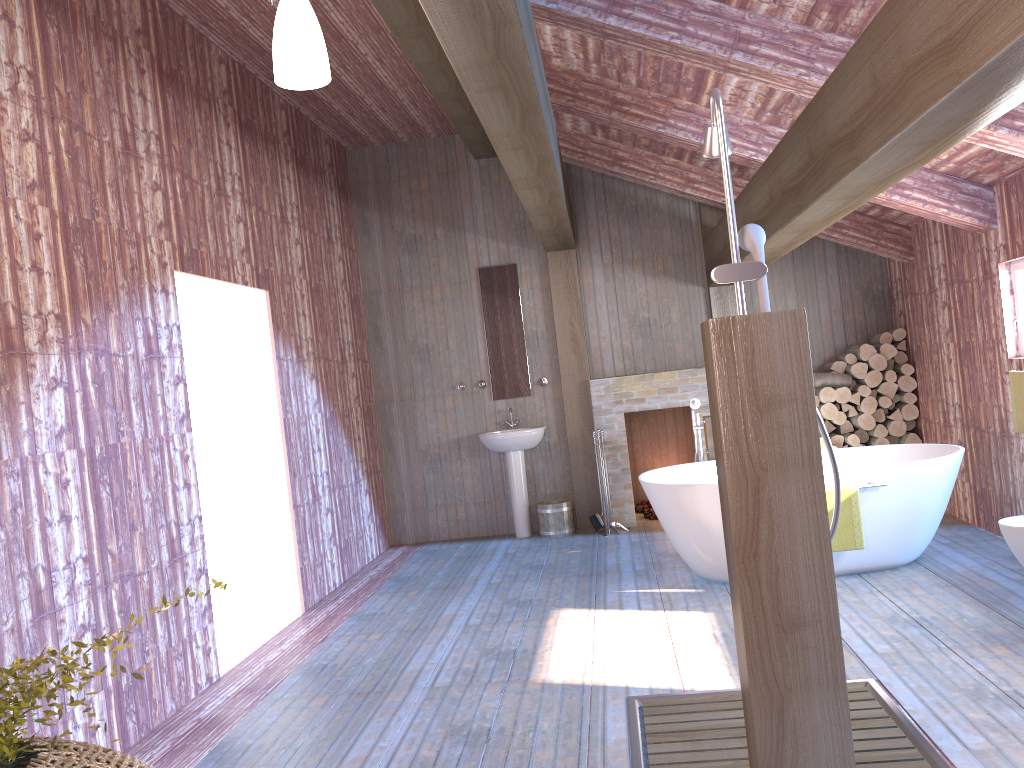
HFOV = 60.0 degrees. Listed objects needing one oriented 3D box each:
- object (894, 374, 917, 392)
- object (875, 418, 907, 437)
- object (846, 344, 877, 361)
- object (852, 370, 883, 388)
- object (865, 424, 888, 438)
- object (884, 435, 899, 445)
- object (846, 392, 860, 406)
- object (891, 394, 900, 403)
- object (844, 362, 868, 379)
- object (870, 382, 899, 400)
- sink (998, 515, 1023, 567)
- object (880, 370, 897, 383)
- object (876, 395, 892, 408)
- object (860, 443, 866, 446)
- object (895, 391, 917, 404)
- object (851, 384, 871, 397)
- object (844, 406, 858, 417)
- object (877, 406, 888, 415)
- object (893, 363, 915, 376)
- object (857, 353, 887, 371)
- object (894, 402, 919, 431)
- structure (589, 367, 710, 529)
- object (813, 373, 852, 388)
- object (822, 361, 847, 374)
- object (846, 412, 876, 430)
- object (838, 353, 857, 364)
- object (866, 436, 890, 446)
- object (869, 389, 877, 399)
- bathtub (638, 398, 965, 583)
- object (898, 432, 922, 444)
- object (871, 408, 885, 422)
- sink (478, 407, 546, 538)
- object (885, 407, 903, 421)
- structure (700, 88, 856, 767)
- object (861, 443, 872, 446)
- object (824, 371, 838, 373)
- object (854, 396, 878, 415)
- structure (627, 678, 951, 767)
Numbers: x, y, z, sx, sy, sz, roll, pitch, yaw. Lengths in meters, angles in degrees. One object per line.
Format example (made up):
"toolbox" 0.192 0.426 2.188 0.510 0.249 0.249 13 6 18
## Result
"object" 3.206 -0.010 7.348 0.147 0.152 0.439 -6 0 7
"object" 3.130 0.356 7.365 0.137 0.133 0.437 -6 0 4
"object" 2.908 -0.263 7.391 0.135 0.139 0.456 -6 0 7
"object" 2.943 -0.038 7.372 0.143 0.151 0.440 -6 0 7
"object" 3.003 0.380 7.347 0.114 0.113 0.301 -6 0 4
"object" 3.142 0.472 7.459 0.118 0.106 0.319 -6 0 4
"object" 2.793 0.129 7.387 0.109 0.124 0.424 -6 0 6
"object" 3.171 0.113 7.394 0.088 0.092 0.280 -6 0 7
"object" 2.838 -0.116 7.400 0.139 0.148 0.458 -6 0 7
"object" 3.064 0.053 7.389 0.172 0.151 0.482 -6 0 7
"sink" 2.754 0.796 4.483 0.515 0.517 0.335 -6 0 7
"object" 3.079 -0.066 7.355 0.089 0.106 0.437 -6 0 7
"object" 3.035 0.138 7.363 0.102 0.109 0.438 -6 0 7
"object" 2.901 0.520 7.370 0.054 0.056 0.146 -6 0 7
"object" 3.227 0.107 7.343 0.102 0.109 0.438 -6 0 7
"object" 2.873 0.048 7.377 0.102 0.109 0.438 -6 0 7
"object" 2.809 0.218 7.394 0.085 0.096 0.280 -6 0 7
"object" 3.056 0.219 7.350 0.065 0.069 0.177 -6 0 6
"object" 3.205 -0.124 7.342 0.102 0.109 0.438 -6 0 7
"object" 2.967 -0.178 7.368 0.141 0.143 0.437 -6 0 4
"object" 3.236 0.273 7.355 0.137 0.256 0.439 -6 0 7
"structure" 1.307 0.558 7.733 1.130 1.330 0.226 -6 0 6
"object" 2.636 -0.031 7.302 0.302 0.157 0.121 -6 0 7
"object" 2.726 -0.132 7.491 0.140 0.121 0.319 -6 0 8
"object" 2.881 0.302 7.383 0.141 0.143 0.437 -6 0 4
"object" 2.792 -0.210 7.375 0.094 0.097 0.227 -6 0 7
"object" 3.017 0.487 7.343 0.116 0.117 0.289 -6 0 4
"object" 2.951 0.088 7.351 0.095 0.090 0.278 -6 0 8
"bathtub" 1.788 0.608 5.602 1.935 1.109 1.460 -6 0 28
"object" 3.247 0.459 7.368 0.139 0.137 0.455 -6 0 4
"object" 2.990 0.253 7.357 0.111 0.118 0.302 -6 0 6
"sink" 0.037 0.777 7.734 0.582 1.143 0.475 -6 0 6
"object" 3.117 0.240 7.357 0.115 0.112 0.423 -6 0 7
"structure" 0.763 0.186 2.609 0.328 2.209 0.522 -6 0 27
"object" 2.935 0.552 7.379 0.115 0.112 0.423 -6 0 7
"object" 2.683 -0.041 7.495 0.113 0.130 0.291 -6 0 7
"object" 2.910 0.174 7.379 0.136 0.157 0.439 -6 0 7
"structure" 0.925 1.286 3.155 1.000 0.067 1.000 -6 0 6
